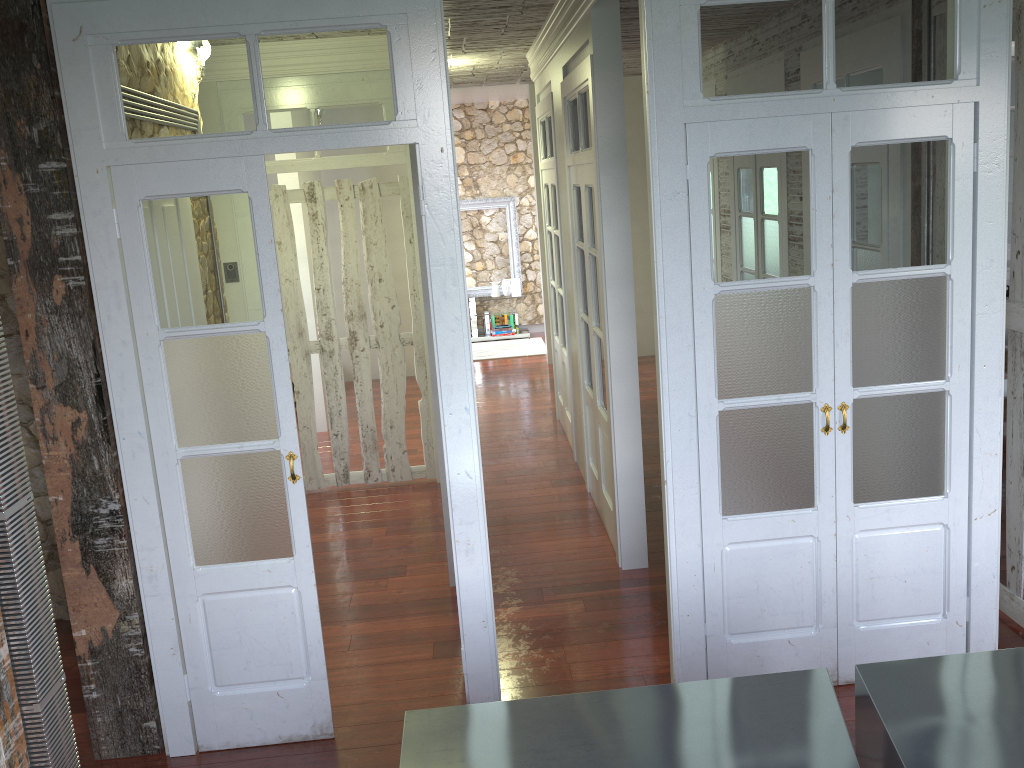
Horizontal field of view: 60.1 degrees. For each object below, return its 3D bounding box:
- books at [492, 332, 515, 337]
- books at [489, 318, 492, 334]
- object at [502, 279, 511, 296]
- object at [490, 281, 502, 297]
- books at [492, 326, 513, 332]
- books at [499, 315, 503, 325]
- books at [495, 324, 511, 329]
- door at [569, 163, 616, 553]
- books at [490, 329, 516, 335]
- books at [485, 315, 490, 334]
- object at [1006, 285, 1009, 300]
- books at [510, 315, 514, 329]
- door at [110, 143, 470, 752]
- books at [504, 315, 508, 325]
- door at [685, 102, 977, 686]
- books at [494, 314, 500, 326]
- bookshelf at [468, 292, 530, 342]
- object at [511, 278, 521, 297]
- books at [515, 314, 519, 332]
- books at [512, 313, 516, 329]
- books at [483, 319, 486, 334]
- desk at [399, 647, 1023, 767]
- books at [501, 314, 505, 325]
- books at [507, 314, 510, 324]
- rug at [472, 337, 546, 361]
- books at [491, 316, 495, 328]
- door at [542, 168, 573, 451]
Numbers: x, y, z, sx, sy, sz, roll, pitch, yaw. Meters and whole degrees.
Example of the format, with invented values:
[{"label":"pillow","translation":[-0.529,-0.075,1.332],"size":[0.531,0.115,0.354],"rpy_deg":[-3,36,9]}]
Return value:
[{"label":"books","translation":[-0.112,-0.644,11.309],"size":[0.284,0.032,0.199],"rpy_deg":[-5,13,-3]},{"label":"books","translation":[-0.278,-0.766,11.506],"size":[0.026,0.204,0.163],"rpy_deg":[-5,11,-2]},{"label":"object","translation":[-0.069,-1.234,11.357],"size":[0.114,0.207,0.113],"rpy_deg":[4,14,37]},{"label":"object","translation":[-0.207,-1.216,11.360],"size":[0.115,0.192,0.137],"rpy_deg":[1,12,27]},{"label":"books","translation":[-0.121,-0.705,11.301],"size":[0.254,0.030,0.176],"rpy_deg":[-4,13,2]},{"label":"books","translation":[-0.145,-0.782,11.513],"size":[0.037,0.212,0.170],"rpy_deg":[-5,11,-2]},{"label":"books","translation":[-0.119,-0.731,11.295],"size":[0.204,0.023,0.145],"rpy_deg":[-5,13,-3]},{"label":"door","translation":[0.474,-0.197,5.048],"size":[0.041,2.065,1.087],"rpy_deg":[-5,11,-2]},{"label":"books","translation":[-0.114,-0.675,11.304],"size":[0.285,0.031,0.199],"rpy_deg":[-8,14,-17]},{"label":"books","translation":[-0.320,-0.794,11.500],"size":[0.053,0.266,0.178],"rpy_deg":[-5,11,-2]},{"label":"object","translation":[3.401,-0.586,6.185],"size":[0.158,0.178,0.387],"rpy_deg":[0,13,23]},{"label":"books","translation":[-0.006,-0.799,11.522],"size":[0.045,0.220,0.176],"rpy_deg":[-5,11,-2]},{"label":"door","translation":[-0.654,0.263,3.236],"size":[1.192,2.161,0.485],"rpy_deg":[-10,12,-28]},{"label":"books","translation":[-0.078,-0.796,11.507],"size":[0.034,0.232,0.185],"rpy_deg":[-5,11,-2]},{"label":"door","translation":[1.189,0.111,3.279],"size":[1.058,2.158,0.041],"rpy_deg":[-5,10,-3]},{"label":"books","translation":[-0.193,-0.783,11.504],"size":[0.057,0.226,0.173],"rpy_deg":[-5,11,-2]},{"label":"bookshelf","translation":[-0.495,-0.831,11.435],"size":[1.400,0.545,0.404],"rpy_deg":[-5,11,-3]},{"label":"object","translation":[0.050,-1.226,11.241],"size":[0.118,0.225,0.074],"rpy_deg":[-5,10,-3]},{"label":"books","translation":[0.058,-0.808,11.513],"size":[0.034,0.232,0.185],"rpy_deg":[-5,11,-2]},{"label":"books","translation":[0.029,-0.805,11.515],"size":[0.026,0.229,0.161],"rpy_deg":[-5,11,-2]},{"label":"books","translation":[-0.358,-0.759,11.501],"size":[0.027,0.204,0.163],"rpy_deg":[-5,11,-2]},{"label":"desk","translation":[0.633,1.283,1.760],"size":[1.712,0.647,1.461],"rpy_deg":[-5,13,-3]},{"label":"books","translation":[-0.111,-0.794,11.509],"size":[0.034,0.232,0.185],"rpy_deg":[-5,11,-2]},{"label":"books","translation":[-0.045,-0.800,11.512],"size":[0.034,0.232,0.185],"rpy_deg":[-5,11,-2]},{"label":"rug","translation":[-0.123,-0.423,10.730],"size":[1.068,0.016,1.079],"rpy_deg":[-5,13,-2]},{"label":"books","translation":[-0.245,-0.781,11.524],"size":[0.045,0.220,0.176],"rpy_deg":[-5,11,-2]},{"label":"door","translation":[0.368,-0.598,6.796],"size":[0.041,2.065,1.087],"rpy_deg":[-5,11,-2]}]
